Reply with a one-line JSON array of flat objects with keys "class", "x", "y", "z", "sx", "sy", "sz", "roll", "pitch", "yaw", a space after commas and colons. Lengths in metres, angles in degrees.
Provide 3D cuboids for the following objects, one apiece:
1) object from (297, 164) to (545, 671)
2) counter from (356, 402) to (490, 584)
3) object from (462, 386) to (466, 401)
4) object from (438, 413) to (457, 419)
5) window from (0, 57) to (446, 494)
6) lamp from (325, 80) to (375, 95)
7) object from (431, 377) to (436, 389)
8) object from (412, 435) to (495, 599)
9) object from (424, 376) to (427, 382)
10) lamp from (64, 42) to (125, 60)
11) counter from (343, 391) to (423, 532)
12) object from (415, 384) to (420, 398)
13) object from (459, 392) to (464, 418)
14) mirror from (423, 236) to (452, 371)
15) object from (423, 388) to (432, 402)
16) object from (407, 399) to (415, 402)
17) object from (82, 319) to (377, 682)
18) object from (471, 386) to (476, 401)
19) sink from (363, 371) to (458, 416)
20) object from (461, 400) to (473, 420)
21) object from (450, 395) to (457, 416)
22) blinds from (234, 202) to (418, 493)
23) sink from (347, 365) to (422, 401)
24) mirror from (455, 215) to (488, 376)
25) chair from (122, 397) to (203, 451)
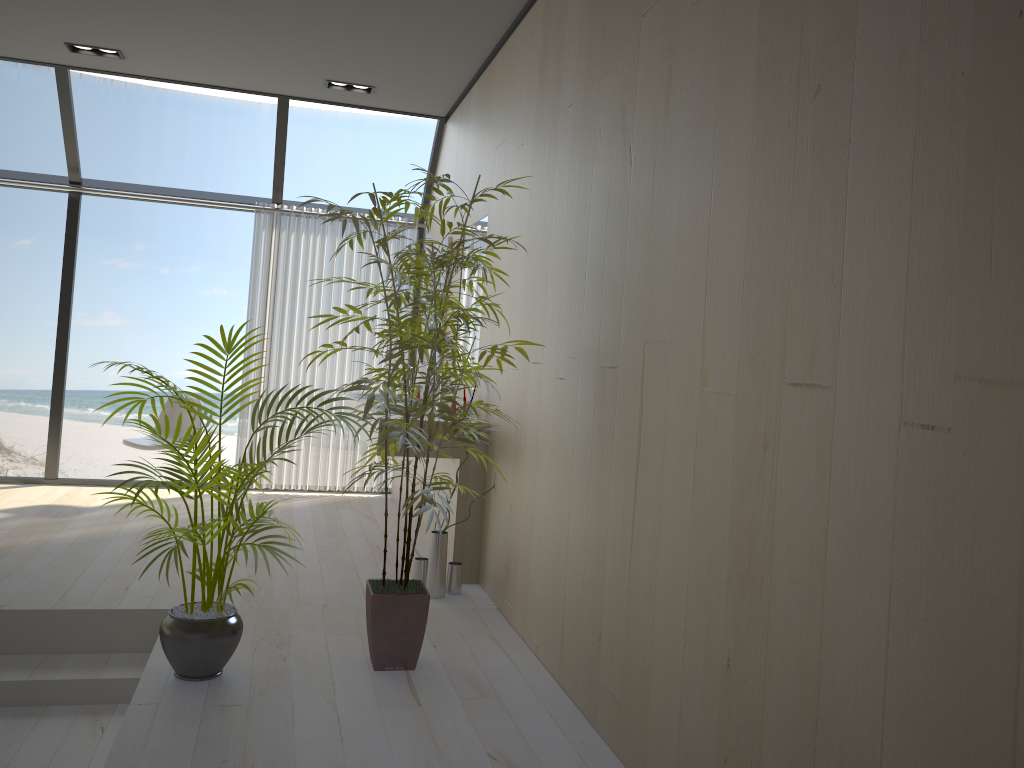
[{"class": "object", "x": -0.296, "y": 0.115, "z": 3.135, "sx": 0.787, "sy": 1.759, "sz": 0.933, "roll": 4, "pitch": -1, "yaw": 10}, {"class": "counter", "x": -0.534, "y": 0.544, "z": 4.794, "sx": 0.550, "sy": 0.792, "sz": 1.206, "roll": 4, "pitch": 1, "yaw": -15}, {"class": "object", "x": -0.238, "y": 0.091, "z": 4.374, "sx": 0.012, "sy": 0.178, "sz": 0.050, "roll": 3, "pitch": -2, "yaw": 25}, {"class": "object", "x": -0.324, "y": 0.159, "z": 4.397, "sx": 0.104, "sy": 0.029, "sz": 0.032, "roll": 5, "pitch": 0, "yaw": 26}, {"class": "window", "x": -2.852, "y": -0.682, "z": 5.967, "sx": 4.555, "sy": 2.819, "sz": 0.745, "roll": 4, "pitch": -1, "yaw": -14}, {"class": "lamp", "x": -1.032, "y": -1.945, "z": 5.651, "sx": 0.300, "sy": 0.112, "sz": 0.164, "roll": 4, "pitch": 1, "yaw": -15}, {"class": "object", "x": -0.513, "y": 0.039, "z": 5.565, "sx": 0.054, "sy": 0.175, "sz": 0.012, "roll": 4, "pitch": -2, "yaw": 11}, {"class": "object", "x": -0.239, "y": 0.601, "z": 4.109, "sx": 0.406, "sy": 0.750, "sz": 0.274, "roll": 4, "pitch": -1, "yaw": -27}, {"class": "object", "x": -0.541, "y": 0.036, "z": 5.541, "sx": 0.012, "sy": 0.178, "sz": 0.050, "roll": 3, "pitch": -2, "yaw": 25}, {"class": "lamp", "x": -2.481, "y": -2.034, "z": 5.276, "sx": 0.300, "sy": 0.112, "sz": 0.164, "roll": 4, "pitch": 1, "yaw": -15}, {"class": "counter", "x": -0.837, "y": 0.490, "z": 5.962, "sx": 0.550, "sy": 0.792, "sz": 1.206, "roll": 4, "pitch": 1, "yaw": -15}, {"class": "object", "x": -0.598, "y": 0.055, "z": 5.642, "sx": 0.039, "sy": 0.135, "sz": 0.038, "roll": 3, "pitch": -2, "yaw": 34}, {"class": "object", "x": -0.254, "y": 0.109, "z": 4.581, "sx": 0.039, "sy": 0.135, "sz": 0.039, "roll": 3, "pitch": -2, "yaw": 27}, {"class": "mirror", "x": -0.509, "y": -0.525, "z": 5.973, "sx": 0.023, "sy": 0.870, "sz": 0.653, "roll": 4, "pitch": -1, "yaw": -15}, {"class": "object", "x": -0.531, "y": 0.079, "z": 5.567, "sx": 0.058, "sy": 0.100, "sz": 0.058, "roll": 4, "pitch": -1, "yaw": -8}, {"class": "object", "x": -0.627, "y": 0.104, "z": 5.564, "sx": 0.104, "sy": 0.029, "sz": 0.032, "roll": 5, "pitch": 0, "yaw": 26}, {"class": "object", "x": -1.028, "y": 0.360, "z": 2.900, "sx": 0.917, "sy": 1.159, "sz": 0.749, "roll": 4, "pitch": -1, "yaw": 19}, {"class": "object", "x": -0.210, "y": 0.093, "z": 4.398, "sx": 0.054, "sy": 0.175, "sz": 0.012, "roll": 4, "pitch": -2, "yaw": 11}, {"class": "sink", "x": -0.543, "y": 0.129, "z": 4.762, "sx": 0.503, "sy": 0.420, "sz": 0.574, "roll": 4, "pitch": 0, "yaw": -11}, {"class": "object", "x": -0.228, "y": 0.133, "z": 4.400, "sx": 0.058, "sy": 0.100, "sz": 0.058, "roll": 4, "pitch": -1, "yaw": -4}, {"class": "object", "x": -0.295, "y": 0.109, "z": 4.475, "sx": 0.039, "sy": 0.135, "sz": 0.039, "roll": 3, "pitch": -2, "yaw": 27}, {"class": "blinds", "x": -1.361, "y": -0.253, "z": 6.548, "sx": 1.181, "sy": 2.074, "sz": 0.084, "roll": 4, "pitch": -2, "yaw": -14}, {"class": "sink", "x": -0.846, "y": 0.075, "z": 5.930, "sx": 0.503, "sy": 0.420, "sz": 0.574, "roll": 4, "pitch": 0, "yaw": -11}, {"class": "mirror", "x": -0.222, "y": -0.477, "z": 4.977, "sx": 0.023, "sy": 0.870, "sz": 0.653, "roll": 4, "pitch": -1, "yaw": -15}, {"class": "chair", "x": -2.313, "y": 0.268, "z": 5.932, "sx": 0.369, "sy": 0.348, "sz": 0.453, "roll": 4, "pitch": 0, "yaw": 14}]
